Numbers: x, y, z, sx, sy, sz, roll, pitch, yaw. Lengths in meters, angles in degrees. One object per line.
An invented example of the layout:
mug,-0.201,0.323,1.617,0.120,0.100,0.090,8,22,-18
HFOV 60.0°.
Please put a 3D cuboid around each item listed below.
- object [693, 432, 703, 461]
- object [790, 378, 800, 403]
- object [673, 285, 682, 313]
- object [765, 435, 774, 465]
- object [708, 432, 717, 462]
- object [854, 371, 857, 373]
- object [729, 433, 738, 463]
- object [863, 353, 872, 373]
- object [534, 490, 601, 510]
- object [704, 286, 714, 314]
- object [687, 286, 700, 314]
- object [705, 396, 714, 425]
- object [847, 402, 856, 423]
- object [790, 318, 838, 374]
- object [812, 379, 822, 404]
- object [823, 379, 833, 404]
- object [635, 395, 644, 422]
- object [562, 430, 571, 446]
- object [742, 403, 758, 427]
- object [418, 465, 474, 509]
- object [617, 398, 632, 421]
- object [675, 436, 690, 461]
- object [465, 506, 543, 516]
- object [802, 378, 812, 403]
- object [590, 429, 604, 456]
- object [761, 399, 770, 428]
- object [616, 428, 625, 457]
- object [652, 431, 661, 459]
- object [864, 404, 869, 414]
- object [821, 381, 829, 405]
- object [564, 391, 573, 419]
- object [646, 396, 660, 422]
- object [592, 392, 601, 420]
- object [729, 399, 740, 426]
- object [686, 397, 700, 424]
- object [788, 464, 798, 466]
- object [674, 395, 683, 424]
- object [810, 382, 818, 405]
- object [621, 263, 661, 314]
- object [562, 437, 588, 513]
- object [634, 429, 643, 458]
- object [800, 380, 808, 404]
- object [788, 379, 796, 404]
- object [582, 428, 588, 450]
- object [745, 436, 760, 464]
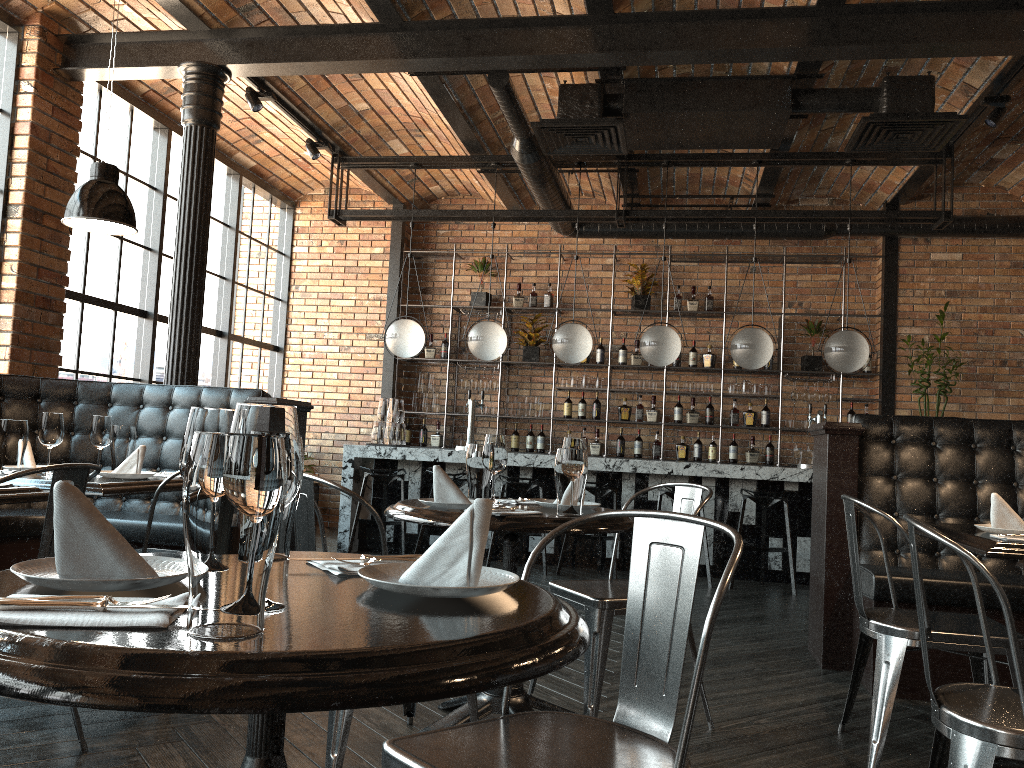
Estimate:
object,1.888,0.633,8.991,0.086,0.298,0.086,5,-5,-30
object,2.799,0.063,8.761,0.092,0.244,0.092,6,-5,-40
object,1.708,-0.873,9.127,0.083,0.282,0.083,2,-4,11
object,2.575,0.657,8.853,0.086,0.299,0.086,5,-5,-31
object,2.029,0.638,8.950,0.080,0.299,0.080,2,-4,13
object,3.375,-0.236,8.773,0.083,0.282,0.083,1,-4,26
object,2.231,0.645,8.921,0.086,0.298,0.086,5,-5,-30
object,3.517,-0.237,8.774,0.086,0.298,0.086,5,-4,-26
object,0.197,0.370,3.105,0.232,0.139,0.232,4,-4,-20
object,2.016,-0.861,9.070,0.083,0.282,0.083,3,-4,-4
object,1.861,-0.864,9.100,0.123,0.279,0.123,2,-4,14
object,2.005,0.272,8.987,0.086,0.299,0.086,5,-5,-31
object,3.345,0.324,8.738,0.086,0.299,0.086,5,-5,-31
object,3.005,-0.390,8.817,0.374,0.560,0.398,4,-4,-17
object,3.004,0.071,8.723,0.092,0.244,0.092,6,-5,-40
object,3.106,0.075,8.704,0.092,0.244,0.092,6,-5,-40
object,1.314,0.254,9.111,0.083,0.282,0.083,2,-4,11
object,0.592,0.607,9.215,0.151,0.248,0.094,3,-4,0
object,2.391,0.314,8.909,0.151,0.248,0.094,2,-4,19
object,-0.185,0.335,2.875,0.232,0.139,0.232,6,-5,-35
object,1.161,0.266,9.138,0.151,0.248,0.094,3,-4,0
object,1.733,0.651,9.003,0.151,0.248,0.094,2,-4,19
object,-0.011,0.391,2.759,0.157,0.019,0.255,0,-5,41
object,2.907,0.067,8.741,0.092,0.244,0.092,6,-5,-40
object,0.878,0.602,9.150,0.123,0.279,0.123,1,-4,24
object,2.547,0.296,8.896,0.086,0.298,0.086,5,-5,-30
object,1.116,0.600,9.095,0.086,0.297,0.086,-1,-5,44
object,1.478,0.623,9.053,0.083,0.282,0.083,3,-4,-4
object,3.478,0.338,8.709,0.083,0.282,0.083,1,-4,21
object,3.136,0.088,8.866,0.092,0.244,0.092,6,-5,-40
object,0.588,0.220,9.253,0.086,0.299,0.086,5,-5,-30
object,1.447,0.261,9.072,0.123,0.279,0.123,1,-4,24
object,0.880,0.230,9.196,0.086,0.297,0.086,5,-5,-30
object,2.242,0.290,8.939,0.083,0.282,0.083,3,-4,-4
object,1.835,0.276,9.000,0.123,0.279,0.123,3,-4,-1
object,2.933,0.808,8.716,0.437,0.019,0.273,2,-4,11
object,1.701,0.262,9.048,0.086,0.298,0.086,5,-5,-30
object,3.034,0.084,8.885,0.092,0.244,0.092,6,-5,-40
object,1.337,-1.005,9.242,0.425,0.526,0.430,2,-4,13
object,0.202,0.299,2.915,0.092,0.244,0.092,2,-4,10
object,1.300,0.609,9.094,0.086,0.298,0.086,5,-5,-30
object,2.937,0.080,8.903,0.092,0.244,0.092,6,-5,-40
object,2.829,0.076,8.923,0.092,0.244,0.092,6,-5,-40
object,0.744,0.595,9.189,0.083,0.282,0.083,2,-4,11
object,2.404,0.661,8.866,0.123,0.279,0.123,3,-4,-1
